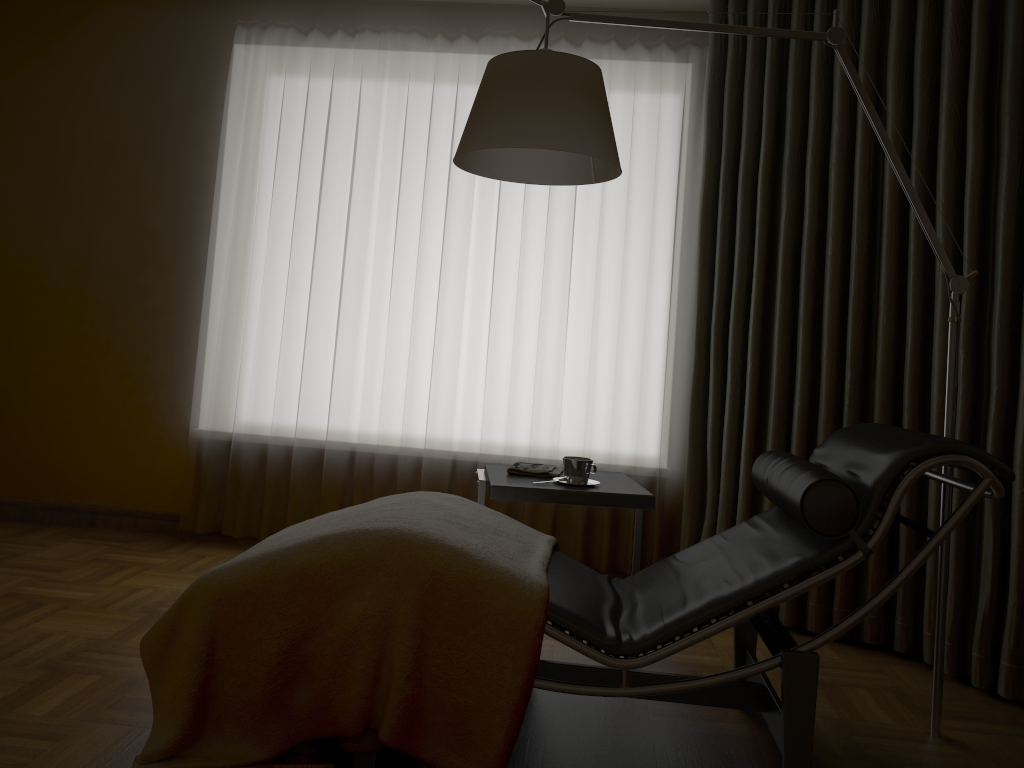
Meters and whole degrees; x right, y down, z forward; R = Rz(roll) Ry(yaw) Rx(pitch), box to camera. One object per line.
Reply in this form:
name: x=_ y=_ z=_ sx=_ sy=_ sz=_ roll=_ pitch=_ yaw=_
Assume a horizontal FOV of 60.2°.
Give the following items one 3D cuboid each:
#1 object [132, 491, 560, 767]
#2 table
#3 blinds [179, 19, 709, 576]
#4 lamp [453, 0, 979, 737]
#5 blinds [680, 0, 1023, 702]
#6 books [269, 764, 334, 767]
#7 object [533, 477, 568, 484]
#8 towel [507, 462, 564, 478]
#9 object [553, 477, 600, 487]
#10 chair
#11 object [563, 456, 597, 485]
object: x=-0.353 y=0.561 z=2.231 sx=0.909 sy=0.522 sz=0.915 roll=4 pitch=1 yaw=5
table: x=0.167 y=0.331 z=2.904 sx=0.499 sy=0.045 sz=0.517 roll=4 pitch=2 yaw=-4
blinds: x=-0.280 y=-0.419 z=3.811 sx=2.197 sy=2.301 sz=0.092 roll=4 pitch=-3 yaw=5
lamp: x=0.508 y=-0.070 z=2.261 sx=1.416 sy=1.976 sz=0.449 roll=4 pitch=-3 yaw=9
blinds: x=1.251 y=-0.346 z=3.102 sx=0.223 sy=2.463 sz=1.534 roll=7 pitch=-3 yaw=-40
books: x=-0.397 y=0.759 z=1.648 sx=0.123 sy=0.018 sz=0.173 roll=4 pitch=2 yaw=-11
object: x=0.119 y=0.299 z=2.737 sx=0.123 sy=0.019 sz=0.029 roll=3 pitch=1 yaw=-26
towel: x=0.079 y=0.290 z=2.991 sx=0.179 sy=0.035 sz=0.240 roll=4 pitch=2 yaw=9
object: x=0.203 y=0.311 z=2.791 sx=0.150 sy=0.009 sz=0.149 roll=5 pitch=2 yaw=10
chair: x=0.182 y=0.452 z=2.176 sx=1.788 sy=0.801 sz=0.633 roll=4 pitch=-1 yaw=5
object: x=0.212 y=0.275 z=2.792 sx=0.111 sy=0.079 sz=0.097 roll=4 pitch=0 yaw=6
